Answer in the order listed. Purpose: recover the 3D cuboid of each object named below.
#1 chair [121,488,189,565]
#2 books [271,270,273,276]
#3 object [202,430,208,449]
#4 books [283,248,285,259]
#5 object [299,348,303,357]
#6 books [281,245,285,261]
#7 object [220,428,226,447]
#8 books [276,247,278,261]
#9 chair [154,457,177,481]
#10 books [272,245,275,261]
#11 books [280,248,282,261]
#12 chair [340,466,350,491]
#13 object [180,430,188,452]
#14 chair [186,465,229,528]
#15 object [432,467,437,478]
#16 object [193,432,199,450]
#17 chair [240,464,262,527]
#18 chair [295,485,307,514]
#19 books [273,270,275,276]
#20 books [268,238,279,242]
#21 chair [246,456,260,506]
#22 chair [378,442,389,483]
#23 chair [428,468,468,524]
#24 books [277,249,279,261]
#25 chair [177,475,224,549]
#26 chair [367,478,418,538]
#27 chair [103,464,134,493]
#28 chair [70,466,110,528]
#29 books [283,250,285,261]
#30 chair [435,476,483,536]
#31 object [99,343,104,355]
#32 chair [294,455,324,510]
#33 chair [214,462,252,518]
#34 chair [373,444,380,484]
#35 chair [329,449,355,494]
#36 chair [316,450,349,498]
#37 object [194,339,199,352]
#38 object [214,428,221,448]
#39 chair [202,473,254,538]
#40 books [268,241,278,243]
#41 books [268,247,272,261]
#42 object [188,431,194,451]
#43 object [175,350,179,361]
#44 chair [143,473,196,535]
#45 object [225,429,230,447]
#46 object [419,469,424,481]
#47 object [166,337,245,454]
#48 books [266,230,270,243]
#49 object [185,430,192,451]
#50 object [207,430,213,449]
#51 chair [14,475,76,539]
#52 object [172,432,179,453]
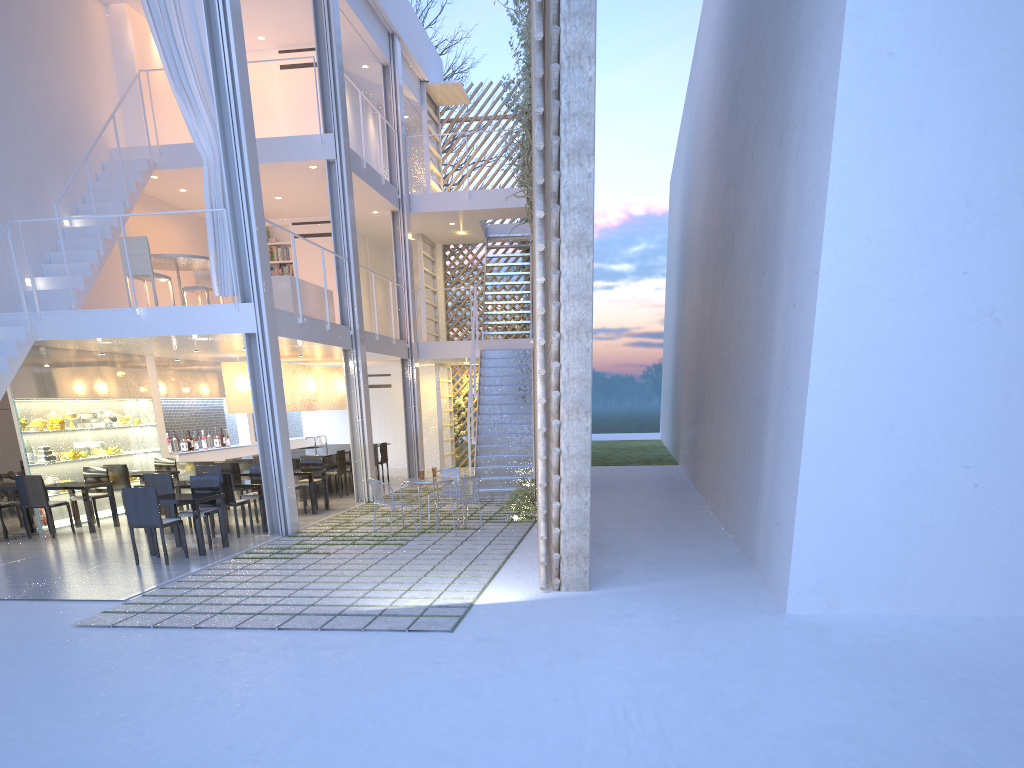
[{"bbox_3d":[-1.972,0.780,4.568,0.192,0.474,0.216,1,15,8],"label":"chair"},{"bbox_3d":[-2.474,-1.125,8.539,0.021,0.107,0.057,1,14,8],"label":"books"},{"bbox_3d":[-3.025,0.548,8.080,0.044,0.201,0.039,1,18,8],"label":"object"},{"bbox_3d":[-2.861,-0.529,7.168,0.023,1.798,3.345,6,6,20],"label":"books"},{"bbox_3d":[-1.622,-0.249,6.308,0.029,0.086,0.026,4,17,18],"label":"object"},{"bbox_3d":[-2.871,-0.541,7.162,0.030,1.824,3.367,6,6,19],"label":"books"},{"bbox_3d":[-2.980,0.552,8.471,0.044,0.209,0.041,-1,18,-1],"label":"object"},{"bbox_3d":[-2.396,-1.326,8.451,0.008,0.145,0.087,2,13,8],"label":"books"},{"bbox_3d":[-2.975,0.851,6.988,0.192,0.474,0.216,1,15,8],"label":"chair"},{"bbox_3d":[-2.438,-1.334,8.460,0.011,0.166,0.075,2,15,8],"label":"books"},{"bbox_3d":[-2.858,-0.561,7.148,0.029,1.726,3.368,5,5,18],"label":"books"},{"bbox_3d":[-1.586,0.842,8.217,0.240,0.474,0.172,-1,16,3],"label":"chair"},{"bbox_3d":[-3.209,0.469,6.773,0.047,0.309,1.870,2,0,9],"label":"object"},{"bbox_3d":[-2.216,0.813,5.942,0.192,0.474,0.216,1,15,8],"label":"chair"},{"bbox_3d":[-0.527,0.601,5.588,0.030,0.083,0.029,-13,20,-35],"label":"object"},{"bbox_3d":[-3.214,0.467,6.789,0.058,0.313,2.277,2,0,9],"label":"object"},{"bbox_3d":[-1.810,0.802,5.887,0.192,0.474,0.216,1,15,8],"label":"chair"},{"bbox_3d":[-1.741,0.810,6.366,0.192,0.474,0.216,1,15,8],"label":"chair"},{"bbox_3d":[-2.453,-1.125,8.536,0.021,0.107,0.057,1,14,8],"label":"books"},{"bbox_3d":[-2.439,-1.470,8.413,0.094,0.022,0.059,-1,1,13],"label":"books"},{"bbox_3d":[-2.085,0.827,6.856,0.192,0.474,0.216,1,15,8],"label":"chair"},{"bbox_3d":[-1.474,0.852,8.842,0.240,0.474,0.172,1,16,9],"label":"chair"},{"bbox_3d":[-0.451,0.794,5.842,0.263,0.411,0.225,1,14,8],"label":"chair"},{"bbox_3d":[-2.895,-0.528,7.174,0.025,1.798,3.348,5,5,19],"label":"books"},{"bbox_3d":[-1.904,0.787,5.035,0.192,0.474,0.216,1,15,8],"label":"chair"},{"bbox_3d":[-0.789,0.792,5.330,0.239,0.411,0.248,-11,17,-36],"label":"chair"},{"bbox_3d":[-3.042,0.844,6.520,0.192,0.474,0.216,1,15,8],"label":"chair"},{"bbox_3d":[-3.106,0.836,6.074,0.192,0.474,0.216,1,15,8],"label":"chair"},{"bbox_3d":[-2.330,-1.320,8.452,0.006,0.130,0.074,2,14,8],"label":"books"},{"bbox_3d":[-0.330,0.781,5.347,0.251,0.411,0.237,-13,18,-41],"label":"chair"},{"bbox_3d":[-2.758,-0.237,5.519,0.029,0.086,0.026,4,17,18],"label":"object"},{"bbox_3d":[-1.678,0.817,6.802,0.192,0.474,0.216,1,15,8],"label":"chair"},{"bbox_3d":[-2.147,0.820,6.420,0.192,0.474,0.216,1,15,8],"label":"chair"},{"bbox_3d":[-1.523,0.847,8.529,0.240,0.474,0.172,0,16,5],"label":"chair"},{"bbox_3d":[-1.620,0.837,7.901,0.240,0.474,0.172,0,16,6],"label":"chair"},{"bbox_3d":[-1.670,0.832,7.588,0.240,0.474,0.172,1,16,9],"label":"chair"},{"bbox_3d":[-2.087,-0.255,5.430,0.029,0.086,0.026,4,17,18],"label":"object"},{"bbox_3d":[-2.983,0.544,8.311,0.046,0.219,0.042,2,18,9],"label":"object"},{"bbox_3d":[-1.872,0.795,5.452,0.192,0.474,0.216,1,15,8],"label":"chair"},{"bbox_3d":[-2.440,-1.447,8.425,0.094,0.022,0.059,-1,1,8],"label":"books"},{"bbox_3d":[-2.486,-1.328,8.469,0.015,0.154,0.072,2,15,8],"label":"books"},{"bbox_3d":[-3.226,0.471,6.862,0.067,0.308,2.010,2,0,9],"label":"object"},{"bbox_3d":[-2.626,-0.222,6.442,0.029,0.086,0.026,4,17,18],"label":"object"},{"bbox_3d":[-2.279,0.806,5.506,0.192,0.474,0.216,1,15,8],"label":"chair"},{"bbox_3d":[-2.955,0.559,8.535,0.041,0.196,0.038,-8,19,-21],"label":"object"},{"bbox_3d":[-0.593,0.599,5.415,0.030,0.083,0.029,-13,20,-35],"label":"object"},{"bbox_3d":[-2.478,0.165,6.440,1.673,0.883,1.722,-1,3,6],"label":"object"},{"bbox_3d":[-2.493,-1.501,8.413,0.006,0.139,0.065,2,15,8],"label":"books"},{"bbox_3d":[-3.203,0.469,6.816,0.106,0.308,1.943,2,0,10],"label":"object"},{"bbox_3d":[-3.015,0.551,8.198,0.044,0.202,0.042,-13,21,-33],"label":"object"},{"bbox_3d":[-3.173,0.829,5.606,0.192,0.474,0.216,1,15,8],"label":"chair"},{"bbox_3d":[-3.245,0.469,6.715,0.046,0.309,1.755,2,0,9],"label":"object"}]
